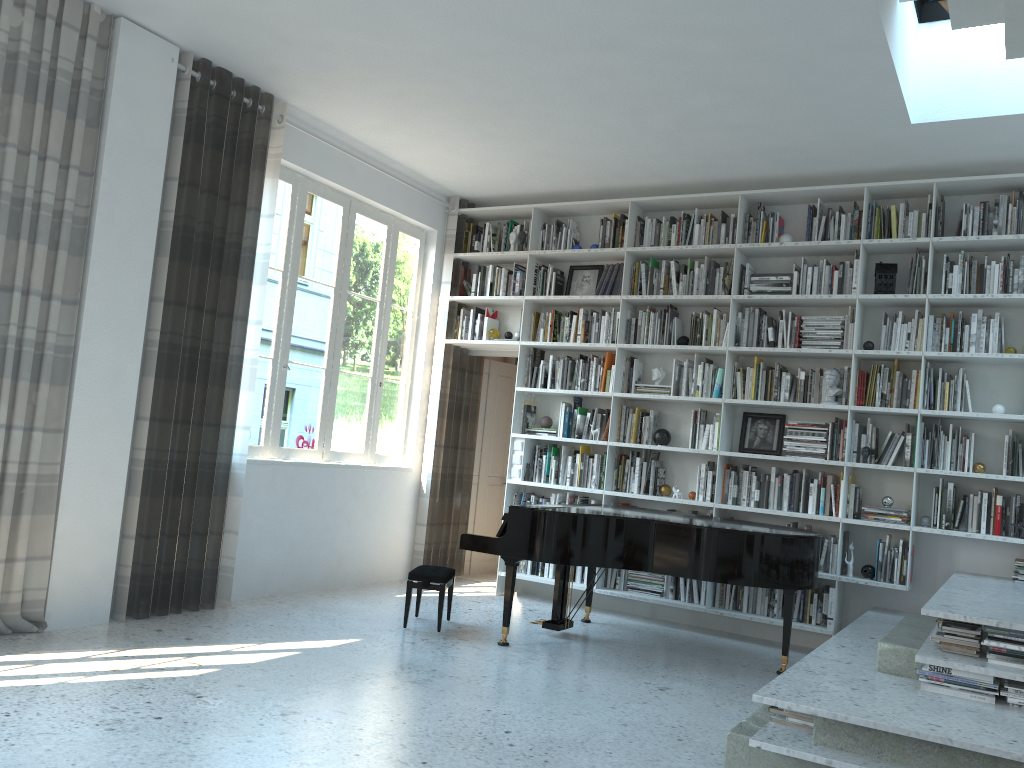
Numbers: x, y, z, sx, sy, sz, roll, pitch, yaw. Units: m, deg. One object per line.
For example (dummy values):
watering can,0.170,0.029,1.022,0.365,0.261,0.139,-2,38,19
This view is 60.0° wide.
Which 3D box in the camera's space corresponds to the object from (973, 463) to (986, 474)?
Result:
object,2.925,0.528,5.551,0.071,0.072,0.071,6,-4,-11

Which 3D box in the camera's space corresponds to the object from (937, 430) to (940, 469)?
object,2.751,0.424,5.704,0.007,0.266,0.135,3,-4,30

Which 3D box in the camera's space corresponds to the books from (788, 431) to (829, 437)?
books,2.039,0.343,6.100,0.254,0.012,0.161,3,-5,26

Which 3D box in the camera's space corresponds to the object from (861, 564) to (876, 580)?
object,2.300,1.211,5.716,0.094,0.094,0.093,6,-4,-11

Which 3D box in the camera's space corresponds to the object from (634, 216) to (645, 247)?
object,0.994,-1.146,6.888,0.012,0.285,0.159,3,-4,30

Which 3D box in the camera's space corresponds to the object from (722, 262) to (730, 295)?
object,1.539,-0.748,6.358,0.075,0.254,0.075,5,-4,9

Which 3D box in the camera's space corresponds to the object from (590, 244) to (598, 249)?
object,0.659,-1.066,7.028,0.082,0.083,0.082,5,-4,8

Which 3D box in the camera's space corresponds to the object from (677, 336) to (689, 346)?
object,1.274,-0.309,6.576,0.097,0.098,0.097,6,-4,-11

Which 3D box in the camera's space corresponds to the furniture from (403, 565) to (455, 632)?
furniture,-0.514,1.330,5.567,0.240,0.353,0.467,5,-4,5

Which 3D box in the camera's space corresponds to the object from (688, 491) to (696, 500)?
object,1.307,0.808,6.410,0.061,0.062,0.061,6,-4,-11

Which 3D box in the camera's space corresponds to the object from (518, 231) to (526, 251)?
object,0.078,-1.152,7.243,0.067,0.198,0.067,7,-4,-17

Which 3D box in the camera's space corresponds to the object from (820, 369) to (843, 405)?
object,2.138,0.024,5.926,0.137,0.243,0.138,6,-4,-4

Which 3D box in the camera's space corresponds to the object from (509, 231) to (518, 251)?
object,0.008,-1.155,7.284,0.067,0.198,0.067,7,-4,-17

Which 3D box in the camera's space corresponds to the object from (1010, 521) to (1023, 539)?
object,3.046,0.867,5.264,0.160,0.114,0.065,4,-4,18

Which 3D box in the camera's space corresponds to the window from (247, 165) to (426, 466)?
window,-1.294,-0.409,6.585,0.073,2.007,1.985,3,-4,30

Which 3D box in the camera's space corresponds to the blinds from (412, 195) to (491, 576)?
blinds,-0.462,0.054,7.726,0.140,3.228,0.777,3,-4,30

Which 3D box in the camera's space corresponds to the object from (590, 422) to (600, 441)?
object,0.628,0.360,6.730,0.081,0.140,0.044,5,-4,14

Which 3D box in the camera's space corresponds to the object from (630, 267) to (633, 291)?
object,0.957,-0.766,6.864,0.012,0.254,0.161,3,-4,30

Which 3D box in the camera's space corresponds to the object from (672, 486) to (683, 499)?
object,1.206,0.785,6.443,0.078,0.095,0.060,9,-5,-43

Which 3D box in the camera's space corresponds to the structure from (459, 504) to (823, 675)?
structure,0.827,1.215,5.400,1.918,0.832,1.336,3,-5,30

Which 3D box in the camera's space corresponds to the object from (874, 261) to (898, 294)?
object,2.479,-0.689,5.888,0.135,0.248,0.135,4,-4,20

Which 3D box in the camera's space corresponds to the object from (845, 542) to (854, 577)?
object,2.195,1.138,5.759,0.053,0.224,0.046,2,-5,42

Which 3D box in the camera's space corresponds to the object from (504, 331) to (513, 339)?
object,-0.027,-0.400,7.364,0.071,0.072,0.071,5,-4,8

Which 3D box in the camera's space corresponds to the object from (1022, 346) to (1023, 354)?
object,3.219,-0.210,5.483,0.111,0.113,0.111,5,-4,8

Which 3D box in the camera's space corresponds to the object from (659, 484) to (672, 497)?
object,1.135,0.787,6.560,0.091,0.092,0.091,5,-4,8

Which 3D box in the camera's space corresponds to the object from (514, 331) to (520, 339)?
object,0.054,-0.398,7.293,0.071,0.072,0.071,5,-4,8

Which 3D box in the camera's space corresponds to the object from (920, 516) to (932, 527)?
object,2.645,0.877,5.665,0.071,0.072,0.071,6,-4,-11

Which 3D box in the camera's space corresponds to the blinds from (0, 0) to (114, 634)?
blinds,-2.498,-0.431,4.167,0.183,3.259,1.027,4,-4,29

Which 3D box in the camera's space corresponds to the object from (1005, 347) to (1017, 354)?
object,3.106,-0.197,5.519,0.068,0.068,0.068,5,-4,8

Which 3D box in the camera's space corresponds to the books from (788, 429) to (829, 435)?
books,2.041,0.331,6.103,0.254,0.012,0.161,3,-5,27

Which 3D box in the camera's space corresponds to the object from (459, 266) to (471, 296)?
object,-0.411,-0.861,7.643,0.035,0.295,0.176,3,-4,30

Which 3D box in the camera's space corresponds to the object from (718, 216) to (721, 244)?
object,1.556,-1.097,6.556,0.010,0.246,0.157,3,-4,30

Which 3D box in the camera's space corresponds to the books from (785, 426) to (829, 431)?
books,2.045,0.307,6.106,0.285,0.012,0.159,3,-5,32

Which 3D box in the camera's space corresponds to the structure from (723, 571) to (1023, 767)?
structure,2.788,1.386,3.899,2.898,0.659,3.116,3,-5,30

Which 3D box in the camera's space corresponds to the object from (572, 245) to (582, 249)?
object,0.523,-1.074,7.107,0.082,0.083,0.082,5,-4,8

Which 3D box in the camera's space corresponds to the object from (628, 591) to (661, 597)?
object,1.008,1.546,6.553,0.254,0.007,0.161,3,-5,33

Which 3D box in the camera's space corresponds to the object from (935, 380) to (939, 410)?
object,2.751,0.085,5.725,0.013,0.208,0.140,3,-4,30

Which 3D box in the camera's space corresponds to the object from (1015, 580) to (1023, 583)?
object,3.208,1.200,5.323,0.345,0.007,0.193,4,-5,25

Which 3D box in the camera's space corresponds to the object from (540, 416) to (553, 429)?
object,0.274,0.310,7.101,0.105,0.106,0.105,5,-4,8

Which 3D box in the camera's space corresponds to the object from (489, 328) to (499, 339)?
object,-0.151,-0.419,7.381,0.087,0.087,0.087,6,-4,-11

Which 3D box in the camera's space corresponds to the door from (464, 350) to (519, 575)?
door,-0.019,0.741,7.882,0.833,1.979,0.787,3,-4,30

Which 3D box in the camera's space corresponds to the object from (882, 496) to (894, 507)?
object,2.422,0.758,5.716,0.071,0.072,0.071,6,-4,-11

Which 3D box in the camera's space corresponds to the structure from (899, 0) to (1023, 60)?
structure,2.881,-0.333,3.607,2.613,3.379,1.956,3,-4,30

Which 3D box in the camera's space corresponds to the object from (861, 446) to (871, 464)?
object,2.296,0.461,5.755,0.054,0.113,0.079,4,-4,29

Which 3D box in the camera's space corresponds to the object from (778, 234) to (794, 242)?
object,1.939,-1.010,6.273,0.105,0.106,0.105,5,-4,8

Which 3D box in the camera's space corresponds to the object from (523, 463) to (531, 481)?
object,0.121,0.697,7.004,0.045,0.146,0.045,7,-4,-21

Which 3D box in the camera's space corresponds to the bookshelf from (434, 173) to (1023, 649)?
bookshelf,2.087,0.239,6.017,6.295,3.140,0.330,3,-4,30

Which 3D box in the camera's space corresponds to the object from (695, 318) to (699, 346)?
object,1.392,-0.364,6.573,0.010,0.225,0.142,3,-4,30

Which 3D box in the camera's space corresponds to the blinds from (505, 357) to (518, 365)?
blinds,0.121,0.187,8.743,0.140,3.228,0.777,3,-4,30

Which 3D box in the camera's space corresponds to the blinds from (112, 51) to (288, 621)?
blinds,-1.845,-0.262,5.317,0.140,3.228,0.777,3,-4,30

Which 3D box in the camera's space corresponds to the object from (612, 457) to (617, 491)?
object,0.815,0.691,6.773,0.012,0.254,0.161,3,-4,30

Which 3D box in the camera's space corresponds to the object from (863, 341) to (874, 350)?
object,2.361,-0.249,5.871,0.071,0.072,0.071,6,-4,-11

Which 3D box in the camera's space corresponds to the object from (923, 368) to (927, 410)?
object,2.700,0.046,5.777,0.013,0.283,0.135,3,-4,30

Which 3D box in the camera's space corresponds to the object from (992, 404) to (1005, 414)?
object,3.018,0.162,5.501,0.071,0.072,0.071,6,-4,-11

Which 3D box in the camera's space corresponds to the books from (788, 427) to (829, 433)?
books,2.042,0.319,6.102,0.254,0.012,0.161,3,-5,26

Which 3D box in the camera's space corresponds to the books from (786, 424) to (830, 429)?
books,2.042,0.295,6.101,0.285,0.012,0.159,4,-5,25

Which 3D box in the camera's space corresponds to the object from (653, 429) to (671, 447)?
object,1.119,0.400,6.603,0.134,0.135,0.133,6,-4,-11

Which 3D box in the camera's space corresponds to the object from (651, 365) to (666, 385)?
object,1.103,-0.062,6.692,0.095,0.157,0.121,2,-5,44
